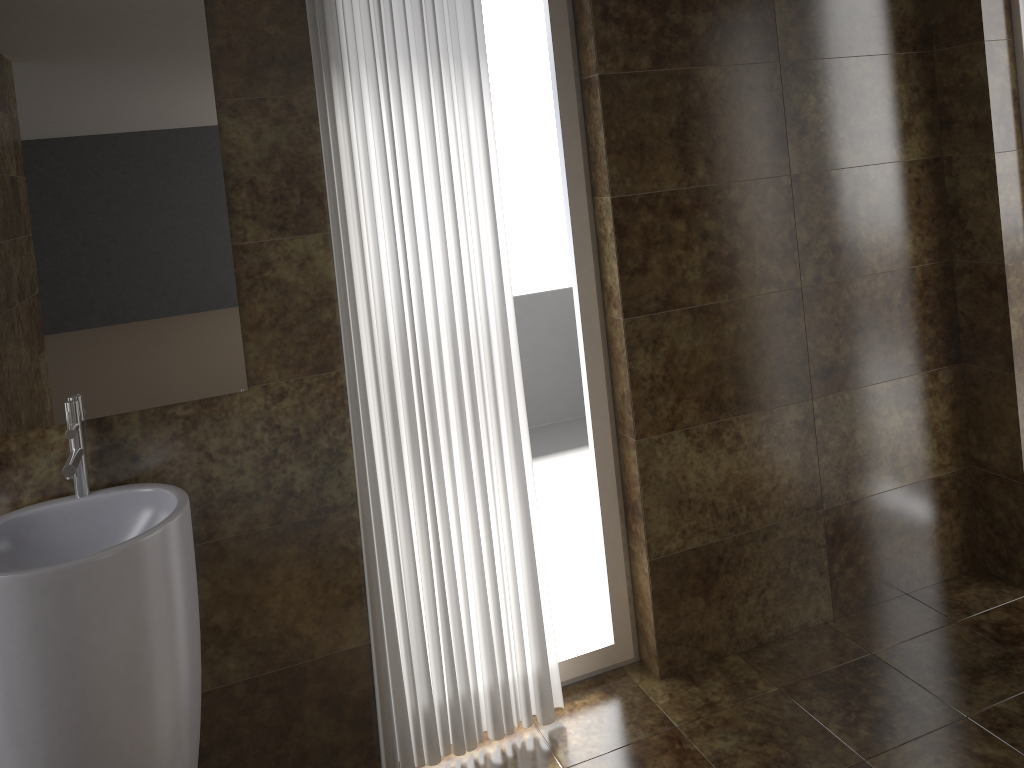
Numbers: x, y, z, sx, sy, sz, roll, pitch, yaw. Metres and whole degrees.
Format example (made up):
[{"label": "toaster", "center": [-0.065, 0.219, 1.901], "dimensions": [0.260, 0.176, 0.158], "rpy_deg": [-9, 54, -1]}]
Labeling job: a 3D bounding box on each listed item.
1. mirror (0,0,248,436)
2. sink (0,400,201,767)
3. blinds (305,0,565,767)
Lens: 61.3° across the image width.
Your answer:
[{"label": "mirror", "center": [-1.068, -0.444, 1.993], "dimensions": [0.776, 1.067, 0.008], "rpy_deg": [-8, 2, -20]}, {"label": "sink", "center": [-0.881, 0.632, 1.808], "dimensions": [0.462, 1.111, 0.440], "rpy_deg": [-7, 3, -17]}, {"label": "blinds", "center": [-0.207, -0.142, 2.275], "dimensions": [0.524, 2.215, 0.067], "rpy_deg": [-7, 2, -21]}]
